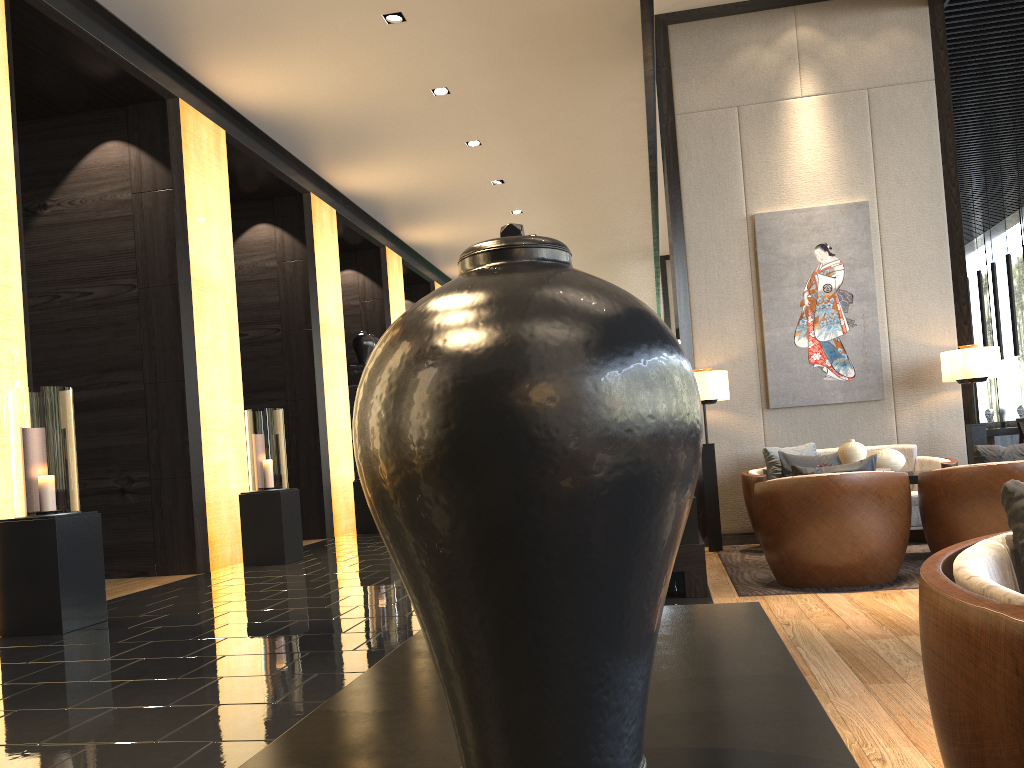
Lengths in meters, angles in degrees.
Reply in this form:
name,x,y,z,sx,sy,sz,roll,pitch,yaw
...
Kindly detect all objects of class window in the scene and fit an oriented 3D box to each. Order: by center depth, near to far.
name,x,y,z,sx,sy,sz,roll,pitch,yaw
window,1.797,-0.449,12.126,12.062,4.219,31.943,-5,-5,9

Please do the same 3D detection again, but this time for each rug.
name,x,y,z,sx,sy,sz,roll,pitch,yaw
rug,2.318,1.083,5.491,1.959,0.008,2.246,-5,-5,9

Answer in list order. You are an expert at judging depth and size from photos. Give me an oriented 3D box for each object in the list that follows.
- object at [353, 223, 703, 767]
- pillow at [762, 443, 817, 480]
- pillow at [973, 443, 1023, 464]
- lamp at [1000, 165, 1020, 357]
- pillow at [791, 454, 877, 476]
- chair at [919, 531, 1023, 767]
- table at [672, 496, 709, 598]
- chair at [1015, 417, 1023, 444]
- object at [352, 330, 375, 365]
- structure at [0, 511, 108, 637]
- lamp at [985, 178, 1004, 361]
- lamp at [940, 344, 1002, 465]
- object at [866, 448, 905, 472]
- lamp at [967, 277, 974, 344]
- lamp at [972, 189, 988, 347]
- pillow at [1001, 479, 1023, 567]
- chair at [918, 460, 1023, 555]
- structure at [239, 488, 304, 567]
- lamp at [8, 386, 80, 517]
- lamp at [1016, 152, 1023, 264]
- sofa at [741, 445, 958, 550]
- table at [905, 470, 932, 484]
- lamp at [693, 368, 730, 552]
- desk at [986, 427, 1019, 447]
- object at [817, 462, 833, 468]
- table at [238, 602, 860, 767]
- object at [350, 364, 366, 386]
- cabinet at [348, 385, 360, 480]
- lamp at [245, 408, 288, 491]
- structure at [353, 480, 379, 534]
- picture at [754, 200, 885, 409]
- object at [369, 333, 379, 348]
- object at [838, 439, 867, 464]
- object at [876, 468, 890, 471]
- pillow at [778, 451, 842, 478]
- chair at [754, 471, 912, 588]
name,x,y,z,sx,sy,sz,roll,pitch,yaw
object,0.018,0.101,0.801,0.311,0.492,0.312,-4,-2,-2
pillow,2.066,0.639,6.483,0.432,0.399,0.201,-4,-2,-12
pillow,2.522,0.466,4.443,0.399,0.361,0.222,-5,-2,10
lamp,6.116,-1.543,10.905,0.060,2.417,0.060,-4,-1,5
pillow,1.678,0.545,4.585,0.442,0.337,0.205,-5,-2,17
chair,1.061,0.539,1.373,0.804,0.603,0.607,-5,-3,10
table,0.859,0.939,5.601,0.620,0.512,1.964,-5,-5,9
chair,5.294,0.718,8.696,0.563,0.826,0.526,-5,-2,10
object,-2.081,-0.509,12.434,0.311,0.492,0.312,-3,-3,-24
structure,-2.680,1.092,5.152,0.402,0.657,0.403,-5,-2,10
lamp,6.202,-1.508,11.405,0.060,2.417,0.060,-4,-1,5
lamp,3.290,0.401,6.260,0.376,1.349,0.374,-6,-2,39
object,2.333,0.488,5.549,0.245,0.167,0.246,-5,-4,12
lamp,6.375,-1.438,12.414,0.060,2.417,0.060,-4,-1,5
lamp,6.288,-1.473,11.908,0.060,2.417,0.060,-4,-1,5
pillow,1.065,0.331,1.494,0.399,0.361,0.222,-5,-2,10
chair,2.559,0.690,4.554,0.804,0.603,0.607,-5,-3,10
structure,-2.183,1.294,8.046,0.402,0.657,0.403,-5,-2,10
lamp,-2.732,0.395,5.174,0.336,0.728,0.338,-4,-2,-17
lamp,6.029,-1.579,10.399,0.060,2.417,0.060,-4,-1,5
sofa,2.392,0.803,6.325,1.450,0.692,0.604,-5,-3,10
table,2.249,0.831,5.508,1.042,0.516,0.576,-5,-3,10
lamp,1.460,0.565,6.572,0.374,1.346,0.376,-3,-2,-29
desk,6.044,0.872,10.861,1.781,0.758,28.785,-5,-5,9
object,1.999,0.545,5.639,0.091,0.112,0.091,-3,-3,-28
table,0.005,0.592,0.630,0.620,0.512,1.964,-5,-5,9
object,-2.016,-0.096,12.579,0.365,0.314,0.607,-5,-4,9
cabinet,-2.048,1.027,12.545,0.548,1.920,1.189,-5,-2,9
lamp,-2.235,0.597,8.068,0.336,0.728,0.338,-4,-2,-17
structure,-1.686,1.496,10.940,0.402,0.657,0.403,-5,-2,10
picture,2.329,-0.595,6.724,0.835,1.499,0.037,-5,-1,10
object,-2.025,-0.487,12.762,0.311,0.492,0.312,-4,-2,-9
object,2.127,0.464,5.527,0.171,0.235,0.171,-7,-4,45
object,2.194,0.539,5.373,0.174,0.051,0.138,-5,-4,5
pillow,2.141,0.640,6.313,0.472,0.360,0.219,-5,-2,6
chair,1.718,0.764,4.698,0.804,0.603,0.607,-5,-3,10
